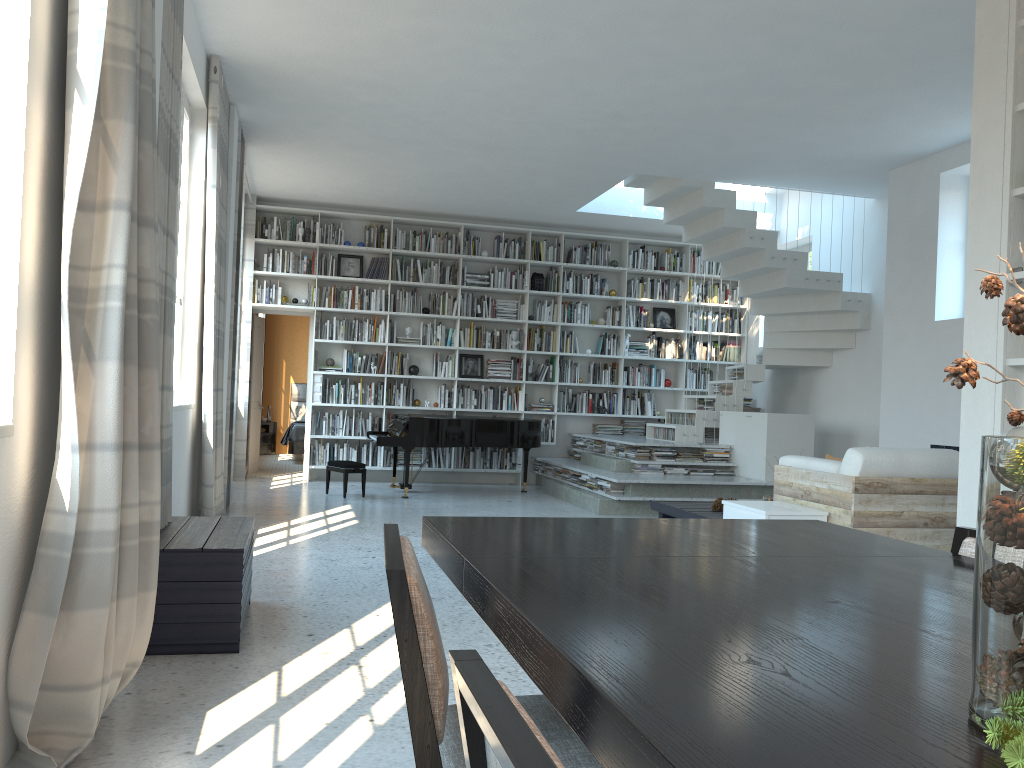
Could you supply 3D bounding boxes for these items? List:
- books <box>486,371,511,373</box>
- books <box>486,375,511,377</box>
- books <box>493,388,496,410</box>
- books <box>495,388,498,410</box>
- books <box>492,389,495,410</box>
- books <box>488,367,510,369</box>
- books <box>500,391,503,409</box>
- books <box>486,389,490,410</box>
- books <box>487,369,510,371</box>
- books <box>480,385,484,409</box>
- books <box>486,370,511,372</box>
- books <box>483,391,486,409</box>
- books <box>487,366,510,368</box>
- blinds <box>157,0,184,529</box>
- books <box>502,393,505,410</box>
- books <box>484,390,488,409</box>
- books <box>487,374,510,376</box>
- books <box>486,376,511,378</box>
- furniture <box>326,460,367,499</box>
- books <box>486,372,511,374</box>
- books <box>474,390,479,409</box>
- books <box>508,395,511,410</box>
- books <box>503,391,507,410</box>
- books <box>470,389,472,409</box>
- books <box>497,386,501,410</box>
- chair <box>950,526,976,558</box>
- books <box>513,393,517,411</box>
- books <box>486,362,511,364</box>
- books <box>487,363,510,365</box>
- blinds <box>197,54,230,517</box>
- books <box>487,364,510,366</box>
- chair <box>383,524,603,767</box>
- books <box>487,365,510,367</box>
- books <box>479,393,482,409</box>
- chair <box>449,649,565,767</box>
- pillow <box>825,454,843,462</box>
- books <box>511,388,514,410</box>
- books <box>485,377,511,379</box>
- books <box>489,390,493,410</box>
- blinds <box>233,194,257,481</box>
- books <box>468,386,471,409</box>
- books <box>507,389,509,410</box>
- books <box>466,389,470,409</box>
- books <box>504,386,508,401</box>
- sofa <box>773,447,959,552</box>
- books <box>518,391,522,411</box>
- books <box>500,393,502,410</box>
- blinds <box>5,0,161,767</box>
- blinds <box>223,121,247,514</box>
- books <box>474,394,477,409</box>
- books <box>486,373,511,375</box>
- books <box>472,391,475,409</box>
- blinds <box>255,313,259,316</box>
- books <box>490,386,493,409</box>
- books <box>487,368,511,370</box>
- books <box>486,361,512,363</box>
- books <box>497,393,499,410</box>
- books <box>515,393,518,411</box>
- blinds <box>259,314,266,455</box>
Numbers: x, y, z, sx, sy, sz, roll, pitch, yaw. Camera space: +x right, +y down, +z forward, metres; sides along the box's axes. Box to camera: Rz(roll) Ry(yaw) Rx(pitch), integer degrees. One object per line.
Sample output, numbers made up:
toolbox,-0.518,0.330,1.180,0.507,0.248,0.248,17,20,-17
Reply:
books,-0.169,-0.150,10.911,0.285,0.012,0.159,3,-1,-12
books,-0.169,-0.102,10.903,0.285,0.012,0.159,3,-1,-9
books,-0.229,0.185,10.890,0.010,0.261,0.181,2,-1,-14
books,-0.209,0.184,10.888,0.028,0.264,0.161,2,-1,-14
books,-0.242,0.190,10.898,0.011,0.251,0.158,2,-1,-14
books,-0.166,-0.198,10.909,0.254,0.012,0.161,3,-1,-11
books,-0.137,0.203,10.918,0.014,0.235,0.154,2,-1,-14
books,-0.301,0.186,10.893,0.025,0.254,0.136,2,-1,-14
books,-0.166,-0.173,10.905,0.254,0.012,0.161,3,-1,-19
books,-0.374,0.163,10.858,0.026,0.291,0.152,2,-1,-14
books,-0.167,-0.162,10.904,0.285,0.012,0.159,3,-1,-9
books,-0.353,0.200,10.873,0.025,0.220,0.140,2,-1,-14
books,-0.166,-0.210,10.909,0.254,0.012,0.161,3,-1,-17
blinds,-1.473,-0.603,3.721,0.132,3.261,0.722,2,0,-14
books,-0.116,0.219,10.911,0.023,0.204,0.167,2,-1,-14
books,-0.324,0.193,10.872,0.031,0.237,0.159,2,-1,-14
books,-0.169,-0.114,10.904,0.254,0.012,0.161,3,-1,-19
books,-0.172,-0.090,10.913,0.285,0.012,0.159,3,-1,-15
furniture,-1.664,0.944,8.877,0.240,0.353,0.467,3,-1,-39
books,-0.170,-0.138,10.913,0.285,0.012,0.159,3,-1,-13
books,-0.435,0.187,10.833,0.029,0.238,0.165,2,-1,-14
books,-0.043,0.233,10.923,0.023,0.183,0.169,2,-1,-14
books,-0.093,0.205,10.917,0.023,0.234,0.174,2,-1,-14
books,-0.514,0.181,10.833,0.021,0.244,0.141,2,-1,-14
books,-0.170,0.170,10.902,0.012,0.296,0.177,2,-1,-14
chair,0.842,0.701,1.694,0.570,0.782,0.480,3,-1,-24
books,0.025,0.221,10.941,0.042,0.212,0.169,2,-1,-14
books,-0.164,-0.259,10.911,0.285,0.012,0.159,3,-1,-12
books,-0.164,-0.247,10.907,0.254,0.012,0.161,3,-1,-18
blinds,-2.116,-0.579,6.325,0.183,3.261,1.026,2,0,-14
books,-0.165,-0.234,10.909,0.254,0.012,0.161,3,-1,-17
chair,0.054,0.665,1.503,0.570,0.782,0.480,2,-1,-9
books,-0.165,-0.222,10.907,0.254,0.012,0.161,3,-1,-18
books,-0.397,0.210,10.839,0.023,0.196,0.165,2,-1,-14
chair,0.252,0.658,0.701,0.570,0.782,0.480,3,-1,-14
pillow,1.941,0.574,5.116,0.200,0.339,0.462,3,-1,-20
books,-0.010,0.190,10.944,0.026,0.272,0.175,2,-1,-14
books,-0.170,-0.078,10.903,0.285,0.012,0.159,3,-1,-19
books,-0.270,0.191,10.873,0.026,0.245,0.191,2,-1,-14
blinds,-3.094,-0.522,10.332,0.140,3.231,0.776,2,0,-14
books,-0.525,0.161,10.812,0.013,0.282,0.166,2,-1,-14
books,-0.065,0.196,10.943,0.014,0.256,0.145,2,-1,-14
books,-0.546,0.178,10.810,0.027,0.245,0.179,2,-1,-14
books,-0.076,0.176,10.932,0.014,0.294,0.137,2,-1,-14
sofa,2.738,0.806,5.300,2.195,0.854,0.871,3,-1,-14
books,0.084,0.207,10.951,0.033,0.246,0.176,2,-1,-14
books,-0.153,0.216,10.903,0.024,0.207,0.183,2,-1,-14
blinds,-1.158,-0.510,2.443,0.359,3.052,0.846,2,0,-9
blinds,-2.436,-0.547,7.618,0.140,3.231,0.776,2,0,-14
books,-0.462,0.213,10.819,0.029,0.184,0.174,2,-1,-14
books,-0.171,-0.126,10.915,0.285,0.012,0.159,3,-1,-14
books,-0.487,0.195,10.817,0.023,0.217,0.174,2,-1,-14
blinds,-3.372,-0.511,11.477,0.140,3.231,0.776,2,0,-14
books,-0.255,0.172,10.901,0.014,0.286,0.134,2,-1,-14
books,-0.165,-0.186,10.904,0.285,0.012,0.159,3,-1,-9
books,-0.162,-0.271,10.904,0.285,0.012,0.159,3,-1,-19
books,-0.190,0.216,10.907,0.021,0.203,0.128,2,-1,-14
books,0.050,0.220,10.948,0.011,0.216,0.166,2,-1,-14
blinds,-4.030,-0.485,14.191,0.140,3.231,0.776,2,0,-14
